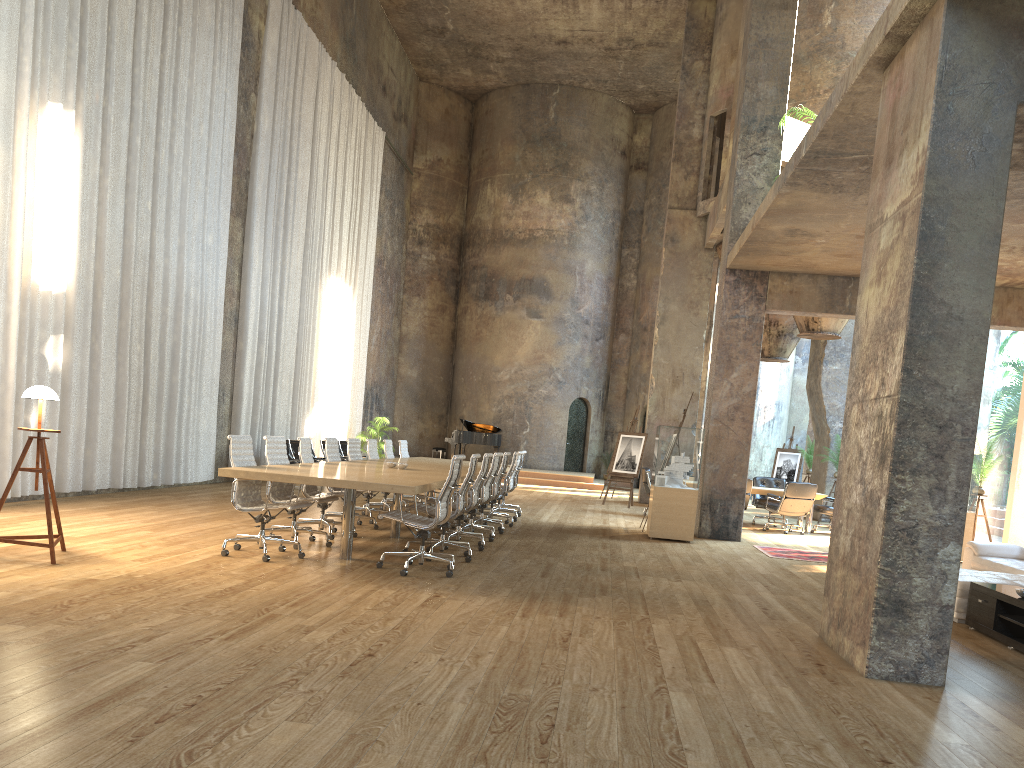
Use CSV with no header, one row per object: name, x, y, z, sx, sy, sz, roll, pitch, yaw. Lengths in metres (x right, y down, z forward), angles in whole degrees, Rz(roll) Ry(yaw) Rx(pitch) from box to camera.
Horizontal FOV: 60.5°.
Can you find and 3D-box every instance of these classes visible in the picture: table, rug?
table,-1.166,1.386,10.753,1.599,0.762,7.701,5,-3,6
rug,4.502,2.303,11.487,2.459,0.009,1.344,5,-4,6
table,4.242,2.197,15.740,2.406,0.704,1.102,5,-1,6

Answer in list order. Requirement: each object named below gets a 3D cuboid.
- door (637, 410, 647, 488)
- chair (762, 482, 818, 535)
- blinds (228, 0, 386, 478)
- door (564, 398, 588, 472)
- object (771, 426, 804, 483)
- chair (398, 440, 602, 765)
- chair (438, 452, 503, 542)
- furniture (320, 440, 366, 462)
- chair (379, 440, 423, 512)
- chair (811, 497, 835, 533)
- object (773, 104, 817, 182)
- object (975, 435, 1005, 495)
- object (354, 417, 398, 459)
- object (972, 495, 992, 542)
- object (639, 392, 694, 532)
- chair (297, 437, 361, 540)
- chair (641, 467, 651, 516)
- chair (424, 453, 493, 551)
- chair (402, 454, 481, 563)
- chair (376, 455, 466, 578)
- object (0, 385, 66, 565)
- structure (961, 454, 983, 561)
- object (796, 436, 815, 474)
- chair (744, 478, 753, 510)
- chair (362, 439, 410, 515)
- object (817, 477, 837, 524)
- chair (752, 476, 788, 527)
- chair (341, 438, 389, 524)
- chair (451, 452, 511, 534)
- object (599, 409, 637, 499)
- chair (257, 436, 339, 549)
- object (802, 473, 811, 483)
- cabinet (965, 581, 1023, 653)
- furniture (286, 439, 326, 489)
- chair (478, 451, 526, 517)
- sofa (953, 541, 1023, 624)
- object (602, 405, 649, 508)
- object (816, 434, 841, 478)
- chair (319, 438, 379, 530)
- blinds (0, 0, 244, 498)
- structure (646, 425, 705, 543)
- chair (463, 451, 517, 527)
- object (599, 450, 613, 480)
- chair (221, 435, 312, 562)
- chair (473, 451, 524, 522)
door,4.264,1.911,26.761,0.111,2.649,0.893,1,5,-42
chair,4.682,2.095,14.997,0.732,0.898,0.815,5,1,-20
blinds,-4.049,-2.389,18.976,0.274,8.697,7.806,5,1,7
door,1.938,1.555,26.995,0.905,2.312,0.090,3,5,-36
object,6.822,2.097,21.763,0.696,2.161,0.684,7,4,35
chair,1.321,1.651,13.531,12.933,1.037,31.452,5,-4,6
chair,-0.475,1.282,10.213,0.697,1.032,0.664,5,2,15
furniture,-3.420,1.622,18.410,0.707,0.845,1.868,5,-2,6
chair,-1.586,1.353,12.933,0.697,1.032,0.663,5,2,10
chair,5.726,2.222,15.580,0.820,0.898,0.726,5,1,0
object,4.178,-2.678,11.659,1.398,1.821,1.353,5,1,12
object,6.974,1.182,13.057,0.688,0.945,0.855,5,1,-3
object,-3.373,1.538,21.925,1.092,1.466,1.123,5,1,-3
object,6.830,2.127,13.127,0.661,0.979,0.565,4,2,-30
object,2.347,1.168,13.043,0.684,2.161,0.697,5,3,5
chair,-1.959,1.098,9.328,0.698,1.032,0.662,5,2,6
chair,2.712,1.978,15.900,0.820,0.898,0.727,5,1,2
chair,-0.568,1.219,9.320,0.697,1.032,0.663,5,2,12
chair,-0.663,1.154,8.409,0.697,1.032,0.663,5,2,10
chair,-0.766,1.087,7.467,0.697,1.032,0.663,5,2,12
object,-3.478,0.663,6.513,0.566,1.306,0.659,7,4,39
structure,6.234,1.759,12.693,0.593,1.558,0.739,5,3,6
object,6.976,1.647,20.592,0.684,0.946,0.860,6,1,27
chair,3.677,2.011,15.068,0.729,0.898,0.818,5,1,0
chair,-1.682,1.288,12.022,0.697,1.032,0.663,5,2,12
object,6.759,2.430,18.127,0.566,0.979,0.660,7,3,42
chair,4.839,2.197,16.436,0.728,0.898,0.819,5,1,7
chair,-1.775,1.225,11.129,0.697,1.032,0.664,5,2,15
chair,-0.379,1.344,11.087,0.697,1.032,0.663,5,2,12
object,2.524,1.614,20.016,0.679,2.161,0.701,7,4,32
chair,-2.050,1.037,8.478,0.697,1.032,0.664,5,2,15
object,6.947,2.601,20.630,0.658,0.979,0.567,5,2,0
cabinet,3.787,1.744,6.345,0.395,0.371,1.559,5,-3,6
furniture,-3.673,1.453,16.039,0.707,0.845,1.868,5,-2,6
chair,-0.135,1.529,13.725,0.697,1.032,0.663,5,2,12
sofa,4.835,1.793,8.545,2.061,0.725,2.924,5,-3,6
object,2.428,1.489,18.130,0.695,2.161,0.685,8,4,38
object,6.695,1.472,18.152,0.857,0.946,0.686,5,1,9
chair,-1.871,1.163,10.255,0.697,1.032,0.663,5,2,12
blinds,-4.967,-3.000,10.394,0.274,8.697,7.806,5,1,7
structure,2.250,1.379,12.175,0.593,1.558,0.739,5,3,6
chair,-0.274,1.411,12.012,0.698,1.032,0.662,5,2,6
object,3.076,2.507,27.350,0.909,0.997,0.906,5,1,17
chair,-2.113,0.978,7.617,0.697,1.032,0.663,5,2,12
chair,-0.192,1.470,12.863,0.697,1.032,0.664,5,2,15
